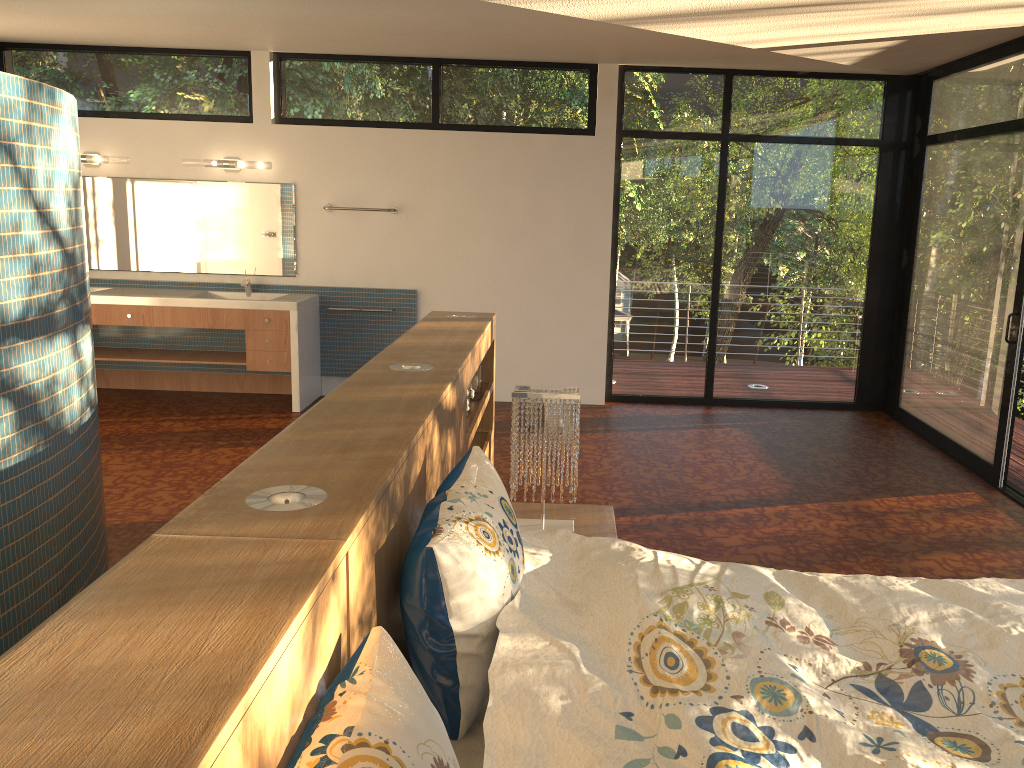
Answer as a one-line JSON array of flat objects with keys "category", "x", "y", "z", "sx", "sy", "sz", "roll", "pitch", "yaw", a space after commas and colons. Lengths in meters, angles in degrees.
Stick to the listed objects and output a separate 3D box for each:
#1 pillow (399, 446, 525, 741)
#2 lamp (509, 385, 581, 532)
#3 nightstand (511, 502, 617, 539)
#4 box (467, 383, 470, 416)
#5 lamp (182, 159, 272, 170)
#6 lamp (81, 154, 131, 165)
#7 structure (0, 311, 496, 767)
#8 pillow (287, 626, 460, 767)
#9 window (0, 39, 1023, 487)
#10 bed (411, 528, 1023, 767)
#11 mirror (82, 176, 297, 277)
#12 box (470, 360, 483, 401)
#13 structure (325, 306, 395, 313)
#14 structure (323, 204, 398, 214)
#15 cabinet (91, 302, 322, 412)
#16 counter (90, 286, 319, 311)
[{"category": "pillow", "x": -0.100, "y": 0.430, "z": 1.989, "sx": 0.252, "sy": 0.437, "sz": 0.625, "roll": 3, "pitch": 12, "yaw": 6}, {"category": "lamp", "x": 0.124, "y": 0.367, "z": 3.223, "sx": 0.260, "sy": 0.728, "sz": 0.163, "roll": 1, "pitch": 11, "yaw": 1}, {"category": "nightstand", "x": 0.129, "y": 0.718, "z": 3.126, "sx": 0.477, "sy": 0.346, "sz": 0.779, "roll": 2, "pitch": 12, "yaw": 2}, {"category": "box", "x": -0.234, "y": 0.039, "z": 3.583, "sx": 0.116, "sy": 0.170, "sz": 0.125, "roll": 2, "pitch": 11, "yaw": 2}, {"category": "lamp", "x": -2.021, "y": -1.570, "z": 6.314, "sx": 0.620, "sy": 0.070, "sz": 0.118, "roll": 2, "pitch": 12, "yaw": 0}, {"category": "lamp", "x": -3.027, "y": -1.604, "z": 6.304, "sx": 0.620, "sy": 0.070, "sz": 0.118, "roll": 2, "pitch": 12, "yaw": 0}, {"category": "structure", "x": -0.427, "y": 0.720, "z": 1.498, "sx": 0.307, "sy": 0.971, "sz": 5.822, "roll": 2, "pitch": 12, "yaw": 3}, {"category": "pillow", "x": -0.189, "y": 0.644, "z": 1.147, "sx": 0.267, "sy": 0.403, "sz": 0.605, "roll": 2, "pitch": 12, "yaw": 4}, {"category": "window", "x": -0.718, "y": -0.100, "z": 1.621, "sx": 6.840, "sy": 2.505, "sz": 10.355, "roll": 2, "pitch": 12, "yaw": 1}, {"category": "bed", "x": 0.809, "y": 0.864, "z": 1.662, "sx": 2.152, "sy": 0.710, "sz": 1.836, "roll": 2, "pitch": 12, "yaw": 1}, {"category": "mirror", "x": -2.558, "y": -1.159, "z": 6.480, "sx": 1.960, "sy": 0.675, "sz": 0.100, "roll": 2, "pitch": 11, "yaw": -1}, {"category": "box", "x": -0.204, "y": -0.020, "z": 3.908, "sx": 0.134, "sy": 0.155, "sz": 0.158, "roll": 2, "pitch": 11, "yaw": 2}, {"category": "structure", "x": -1.116, "y": -0.559, "z": 6.552, "sx": 0.504, "sy": 0.021, "sz": 0.199, "roll": 2, "pitch": 12, "yaw": 0}, {"category": "structure", "x": -1.101, "y": -1.270, "z": 6.415, "sx": 0.538, "sy": 0.056, "sz": 0.199, "roll": 2, "pitch": 12, "yaw": 0}, {"category": "cabinet", "x": -2.590, "y": -0.246, "z": 6.346, "sx": 2.278, "sy": 0.708, "sz": 0.551, "roll": 2, "pitch": 11, "yaw": 0}, {"category": "counter", "x": -2.583, "y": -0.596, "z": 6.278, "sx": 2.279, "sy": 0.111, "sz": 0.552, "roll": 2, "pitch": 12, "yaw": 0}]
